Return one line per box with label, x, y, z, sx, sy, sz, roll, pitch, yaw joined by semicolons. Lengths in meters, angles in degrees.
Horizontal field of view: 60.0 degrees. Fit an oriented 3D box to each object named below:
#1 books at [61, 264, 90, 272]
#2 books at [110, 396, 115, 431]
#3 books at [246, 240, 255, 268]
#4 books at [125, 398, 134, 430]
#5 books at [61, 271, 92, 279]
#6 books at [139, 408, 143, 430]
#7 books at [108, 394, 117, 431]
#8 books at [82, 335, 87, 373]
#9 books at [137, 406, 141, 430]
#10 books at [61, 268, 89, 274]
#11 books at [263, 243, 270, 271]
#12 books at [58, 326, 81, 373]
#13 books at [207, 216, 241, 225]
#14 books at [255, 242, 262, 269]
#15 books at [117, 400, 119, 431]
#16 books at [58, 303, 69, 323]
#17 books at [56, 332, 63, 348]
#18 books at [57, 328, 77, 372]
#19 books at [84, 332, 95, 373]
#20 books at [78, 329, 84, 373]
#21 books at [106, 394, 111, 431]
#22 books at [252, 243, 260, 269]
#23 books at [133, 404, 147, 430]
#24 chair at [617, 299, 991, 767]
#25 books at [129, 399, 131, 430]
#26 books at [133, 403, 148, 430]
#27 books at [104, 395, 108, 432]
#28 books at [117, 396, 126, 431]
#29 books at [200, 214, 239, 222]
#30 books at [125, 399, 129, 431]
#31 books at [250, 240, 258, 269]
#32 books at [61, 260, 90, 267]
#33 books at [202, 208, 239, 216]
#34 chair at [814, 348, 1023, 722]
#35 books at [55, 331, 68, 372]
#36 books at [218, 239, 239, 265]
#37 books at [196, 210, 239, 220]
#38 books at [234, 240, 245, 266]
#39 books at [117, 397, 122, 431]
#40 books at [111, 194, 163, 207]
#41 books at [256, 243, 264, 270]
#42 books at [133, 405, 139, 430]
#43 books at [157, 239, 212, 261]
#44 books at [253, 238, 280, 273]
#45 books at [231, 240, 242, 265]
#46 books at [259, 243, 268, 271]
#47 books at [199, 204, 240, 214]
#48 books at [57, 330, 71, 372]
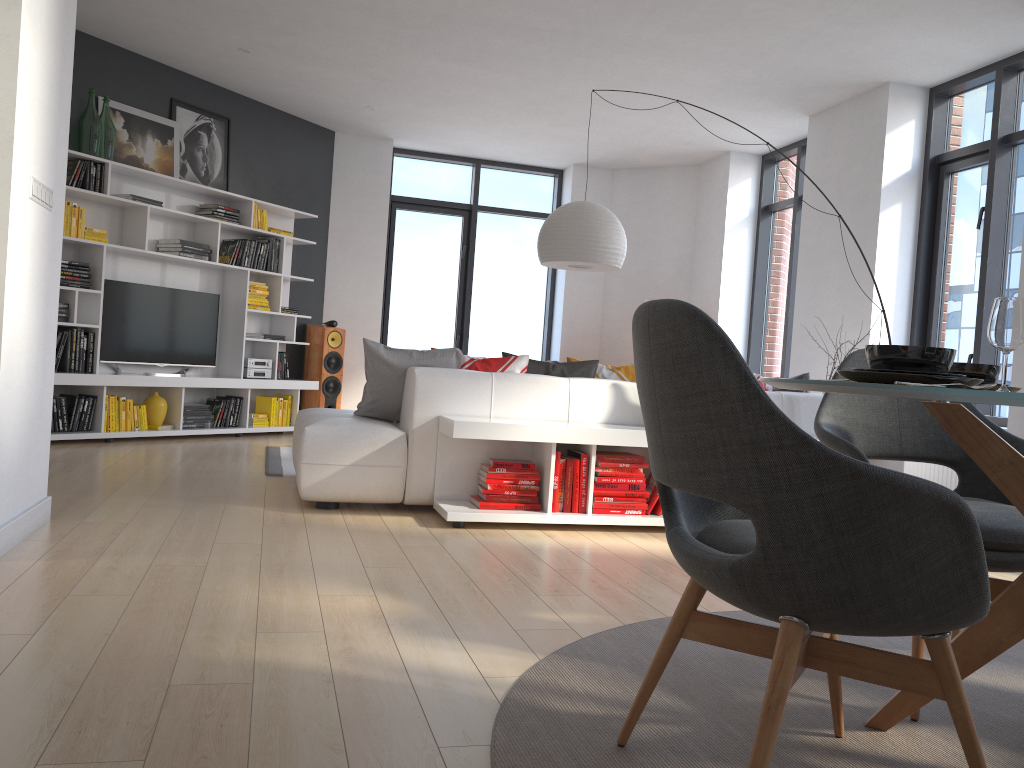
books;-3.221;-0.840;6.372;0.214;0.030;0.284;5;1;38
books;-3.032;0.213;6.588;0.198;0.258;0.066;5;1;30
books;-2.355;-1.133;7.773;0.191;0.249;0.084;5;1;30
books;-2.947;0.227;6.748;0.172;0.235;0.056;5;1;29
books;-3.207;-0.788;6.358;0.214;0.030;0.284;5;1;38
books;-2.876;0.265;6.791;0.113;0.169;0.049;5;1;29
books;-3.016;0.210;6.613;0.202;0.267;0.038;5;1;30
books;-3.186;-0.225;6.483;0.200;0.272;0.028;5;1;30
books;-2.895;0.254;6.780;0.134;0.187;0.046;5;1;30
books;-3.209;-0.813;6.359;0.189;0.020;0.264;5;1;33
books;-2.265;-1.134;7.925;0.197;0.260;0.066;5;1;30
books;-3.221;-0.252;6.431;0.237;0.326;0.026;5;1;30
books;-2.489;-1.380;7.536;0.214;0.030;0.284;5;1;33
books;-2.315;-1.133;7.840;0.192;0.254;0.075;5;1;29
books;-2.993;0.231;6.621;0.156;0.230;0.042;5;1;28
books;-3.341;-0.515;6.216;0.277;0.137;0.343;5;1;30
books;-3.320;-0.236;6.277;0.232;0.284;0.142;5;1;30
books;-3.235;-0.246;6.401;0.237;0.314;0.034;5;1;30
books;-3.167;-0.235;6.518;0.230;0.297;0.051;5;1;30
books;-3.207;-0.246;6.457;0.239;0.315;0.034;5;1;30
books;-3.044;0.206;6.553;0.213;0.271;0.048;5;1;30
books;-2.304;-1.125;7.807;0.172;0.242;0.069;5;1;31
books;-2.876;0.252;6.820;0.148;0.193;0.067;5;1;31
chair;0.505;0.317;1.618;0.619;0.891;0.655;4;1;-14
books;-2.954;0.227;6.717;0.171;0.235;0.043;5;1;28
books;-2.871;0.251;6.846;0.149;0.193;0.046;5;1;31
books;-3.046;0.207;6.510;0.204;0.270;0.029;5;1;30
books;-2.981;0.218;6.669;0.185;0.252;0.055;5;1;28
books;-2.491;-1.405;7.536;0.189;0.020;0.264;5;1;28
books;-2.949;0.226;6.686;0.169;0.240;0.043;5;1;29
books;-2.338;-1.137;7.802;0.197;0.260;0.066;5;1;30
books;-3.195;-0.866;6.359;0.180;0.026;0.246;5;1;37
books;-2.478;-1.458;7.537;0.180;0.026;0.246;5;1;32
chair;1.142;0.348;2.376;0.655;0.891;0.619;4;1;-9
books;-3.278;-0.236;6.313;0.210;0.289;0.100;5;1;29
books;-2.446;-1.128;7.609;0.182;0.234;0.104;5;1;30
books;-2.505;-1.432;7.548;0.214;0.030;0.284;5;1;33
books;-2.406;-1.126;7.661;0.169;0.233;0.081;5;1;29
books;-2.985;0.218;6.641;0.180;0.252;0.041;5;1;30
books;-2.892;-1.404;6.823;0.250;0.047;0.310;5;1;25
books;-2.291;-1.127;7.856;0.179;0.243;0.071;5;1;29
books;-2.912;0.253;6.766;0.138;0.188;0.056;5;1;30
books;-2.684;-1.091;7.269;0.277;0.137;0.343;5;1;25
books;-2.239;-1.160;8.022;0.259;0.321;0.128;5;1;30
books;-2.433;-1.127;7.641;0.187;0.234;0.096;5;1;30
books;-2.281;-1.130;7.895;0.191;0.249;0.084;5;1;30
books;-2.487;-1.486;7.540;0.209;0.030;0.266;5;1;23
books;-3.247;-0.239;6.371;0.213;0.301;0.028;5;1;30
